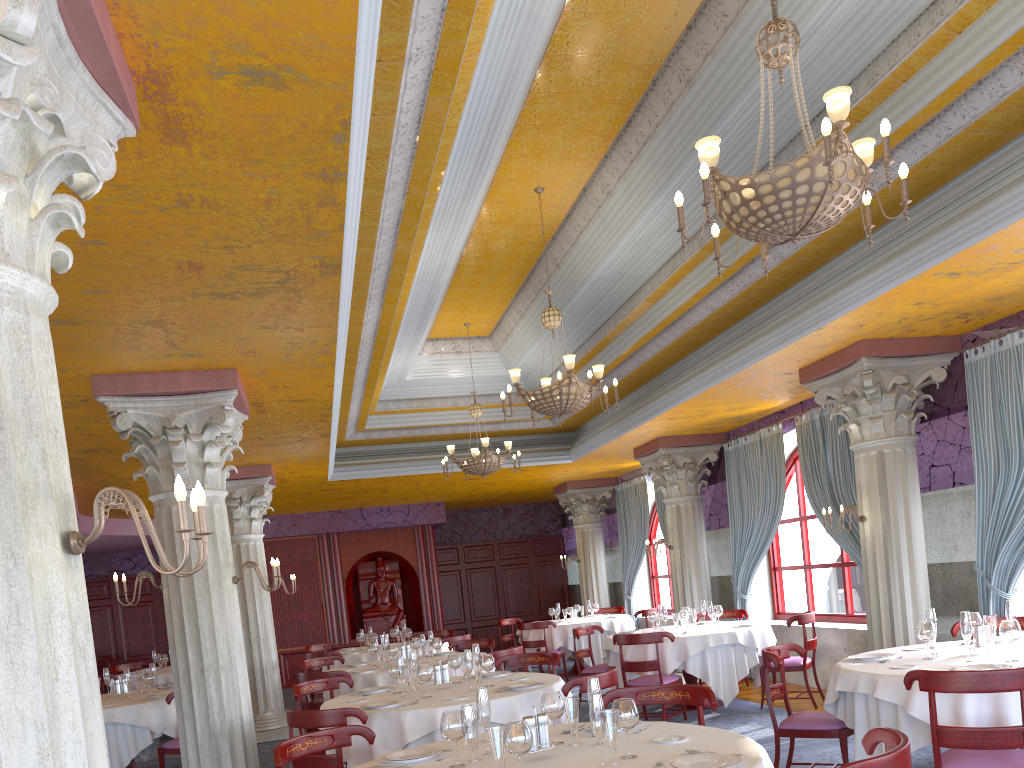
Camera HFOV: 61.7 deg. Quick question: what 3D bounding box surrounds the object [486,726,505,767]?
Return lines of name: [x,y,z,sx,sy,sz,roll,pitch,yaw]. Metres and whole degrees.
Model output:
object: [-0.056,1.555,3.586,0.085,0.237,0.086,-6,0,-11]

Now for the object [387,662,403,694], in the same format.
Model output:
object: [-0.968,2.445,7.121,0.122,0.264,0.122,-6,0,0]

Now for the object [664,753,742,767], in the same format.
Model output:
object: [0.780,1.552,3.493,0.314,0.024,0.319,-7,-13,7]

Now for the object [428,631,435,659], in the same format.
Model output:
object: [-0.964,3.126,10.264,0.073,0.336,0.075,-7,2,-44]

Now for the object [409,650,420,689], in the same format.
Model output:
object: [-0.834,2.441,7.321,0.074,0.336,0.073,-5,2,23]

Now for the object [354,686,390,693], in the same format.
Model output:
object: [-1.215,2.663,7.443,0.311,0.024,0.322,-3,-13,-13]

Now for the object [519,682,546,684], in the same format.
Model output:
object: [0.160,2.379,6.821,0.262,0.019,0.054,-15,-14,36]

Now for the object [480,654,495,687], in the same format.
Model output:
object: [-0.194,2.322,6.938,0.122,0.264,0.122,-6,0,0]

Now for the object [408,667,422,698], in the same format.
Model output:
object: [-0.758,2.344,6.718,0.086,0.237,0.085,-6,1,12]

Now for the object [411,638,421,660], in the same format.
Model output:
object: [-1.161,3.215,10.404,0.122,0.264,0.122,-6,0,0]

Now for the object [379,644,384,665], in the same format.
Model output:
object: [-1.560,3.222,10.196,0.085,0.237,0.086,-6,0,-11]

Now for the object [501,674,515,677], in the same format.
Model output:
object: [-0.021,2.572,7.566,0.028,0.013,0.233,-12,-14,30]

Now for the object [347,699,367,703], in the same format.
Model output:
object: [-1.243,2.542,6.869,0.159,0.009,0.162,-7,-13,7]

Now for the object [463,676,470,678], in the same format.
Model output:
object: [-0.359,2.649,7.765,0.056,0.019,0.257,-14,-15,35]

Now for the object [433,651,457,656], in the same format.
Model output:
object: [-0.834,3.360,10.668,0.316,0.024,0.317,-10,-13,16]

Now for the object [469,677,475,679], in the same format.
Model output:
object: [-0.325,2.650,7.747,0.022,0.003,0.254,-13,-15,29]

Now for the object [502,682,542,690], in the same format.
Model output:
object: [0.078,2.341,6.625,0.311,0.024,0.322,-3,-13,-13]

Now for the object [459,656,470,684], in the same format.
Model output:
object: [-0.402,2.449,7.342,0.087,0.237,0.084,-6,1,34]

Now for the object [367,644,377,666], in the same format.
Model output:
object: [-1.637,3.197,10.107,0.121,0.264,0.124,-6,-1,-45]

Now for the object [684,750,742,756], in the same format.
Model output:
object: [0.862,1.590,3.688,0.262,0.019,0.054,-15,-14,36]

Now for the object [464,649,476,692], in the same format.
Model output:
object: [-0.335,2.255,6.735,0.074,0.336,0.073,-5,2,23]

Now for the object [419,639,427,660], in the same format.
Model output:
object: [-1.071,3.201,10.328,0.085,0.237,0.086,-6,0,-11]

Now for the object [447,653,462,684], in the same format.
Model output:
object: [-0.491,2.462,7.418,0.122,0.264,0.122,-6,0,0]

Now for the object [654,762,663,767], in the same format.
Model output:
object: [0.595,1.596,3.571,0.030,0.011,0.139,-13,-15,33]

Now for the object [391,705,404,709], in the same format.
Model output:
object: [-0.811,2.376,6.323,0.022,0.003,0.254,-13,-15,29]

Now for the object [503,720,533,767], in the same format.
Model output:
object: [0.031,1.515,3.508,0.122,0.264,0.122,-6,0,0]

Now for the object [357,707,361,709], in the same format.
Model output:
object: [-1.115,2.444,6.503,0.028,0.013,0.233,-12,-14,30]

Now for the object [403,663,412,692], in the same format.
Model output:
object: [-0.891,2.470,7.210,0.085,0.237,0.086,-6,0,-11]

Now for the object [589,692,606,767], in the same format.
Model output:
object: [0.367,1.466,3.603,0.073,0.336,0.074,-7,2,-22]

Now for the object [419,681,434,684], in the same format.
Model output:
object: [-0.774,2.683,7.698,0.159,0.009,0.162,-7,-13,7]

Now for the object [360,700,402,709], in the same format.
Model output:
object: [-0.973,2.396,6.386,0.311,0.024,0.322,-3,-13,-13]

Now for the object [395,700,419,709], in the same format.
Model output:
object: [-0.778,2.359,6.304,0.056,0.019,0.257,-14,-15,35]

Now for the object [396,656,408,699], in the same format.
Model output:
object: [-0.875,2.321,6.779,0.074,0.336,0.073,-5,2,23]

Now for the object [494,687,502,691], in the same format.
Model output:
object: [-0.107,2.385,6.704,0.030,0.011,0.139,-13,-15,33]

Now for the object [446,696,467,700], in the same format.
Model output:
object: [-0.415,2.348,6.395,0.159,0.009,0.162,-7,-13,7]

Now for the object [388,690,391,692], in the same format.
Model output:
object: [-1.029,2.633,7.365,0.030,0.011,0.139,-13,-15,33]

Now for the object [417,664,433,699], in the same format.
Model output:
object: [-0.671,2.304,6.641,0.121,0.264,0.123,-6,-1,-22]

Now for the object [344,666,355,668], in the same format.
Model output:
object: [-1.966,3.381,10.234,0.262,0.019,0.054,-15,-14,36]

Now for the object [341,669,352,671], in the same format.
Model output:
object: [-1.912,3.295,9.855,0.162,0.009,0.159,-15,-16,36]

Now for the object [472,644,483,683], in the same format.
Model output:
object: [-0.294,2.374,7.277,0.074,0.336,0.073,-5,2,23]

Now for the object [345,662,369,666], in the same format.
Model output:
object: [-1.885,3.415,10.429,0.311,0.024,0.322,2,-15,-32]

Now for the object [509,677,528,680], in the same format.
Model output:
object: [0.053,2.488,7.224,0.158,0.009,0.163,2,-15,-32]

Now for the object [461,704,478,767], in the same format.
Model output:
object: [-0.173,1.532,3.646,0.073,0.336,0.074,-7,2,-22]

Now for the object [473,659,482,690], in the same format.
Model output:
object: [-0.269,2.323,6.850,0.084,0.237,0.087,-6,1,-33]

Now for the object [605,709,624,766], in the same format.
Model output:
object: [0.433,1.534,3.717,0.086,0.237,0.085,-6,1,12]

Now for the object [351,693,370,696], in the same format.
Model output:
object: [-1.297,2.629,7.248,0.262,0.019,0.054,-15,-14,36]

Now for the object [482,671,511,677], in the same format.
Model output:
object: [-0.165,2.608,7.682,0.311,0.024,0.322,-3,-13,-13]

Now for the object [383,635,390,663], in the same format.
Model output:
object: [-1.503,3.193,10.307,0.074,0.336,0.073,-5,2,23]

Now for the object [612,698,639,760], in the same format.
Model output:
object: [0.508,1.533,3.805,0.121,0.264,0.123,-6,-1,-22]
